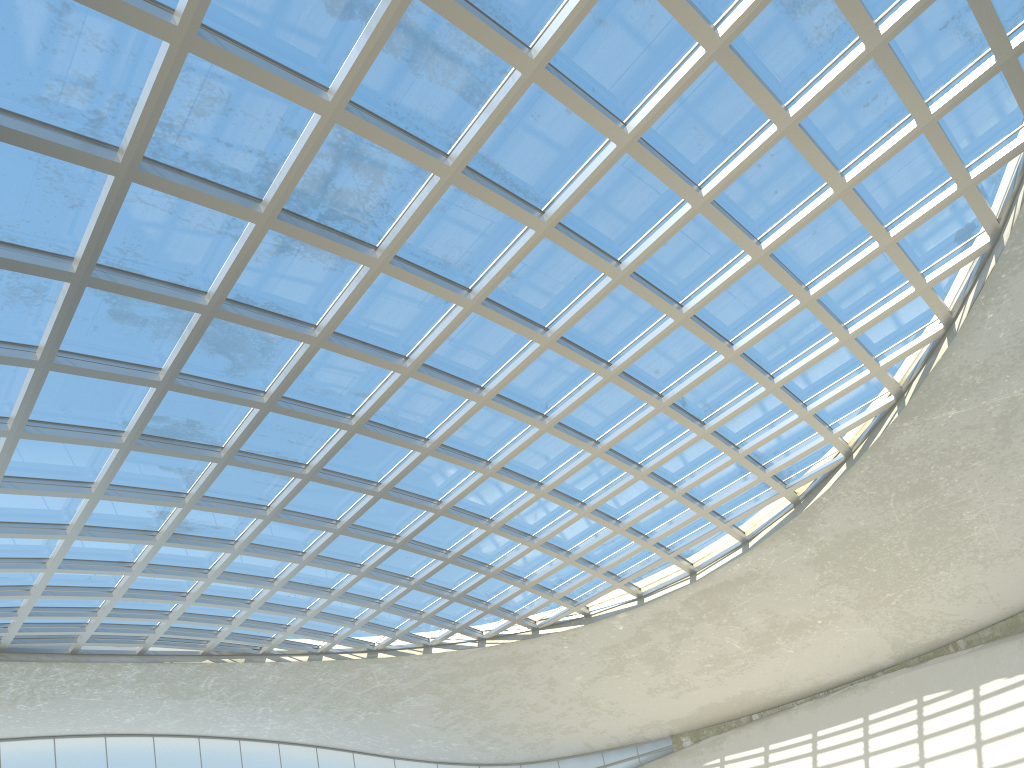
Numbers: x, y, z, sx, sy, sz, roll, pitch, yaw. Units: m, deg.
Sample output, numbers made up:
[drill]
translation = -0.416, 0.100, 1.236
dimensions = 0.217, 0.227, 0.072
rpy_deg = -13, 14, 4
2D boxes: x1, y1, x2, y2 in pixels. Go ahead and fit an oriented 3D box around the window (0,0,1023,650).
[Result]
[window]
translation = -10.980, 5.692, 46.211
dimensions = 81.442, 9.803, 87.192
rpy_deg = 20, -44, -37
